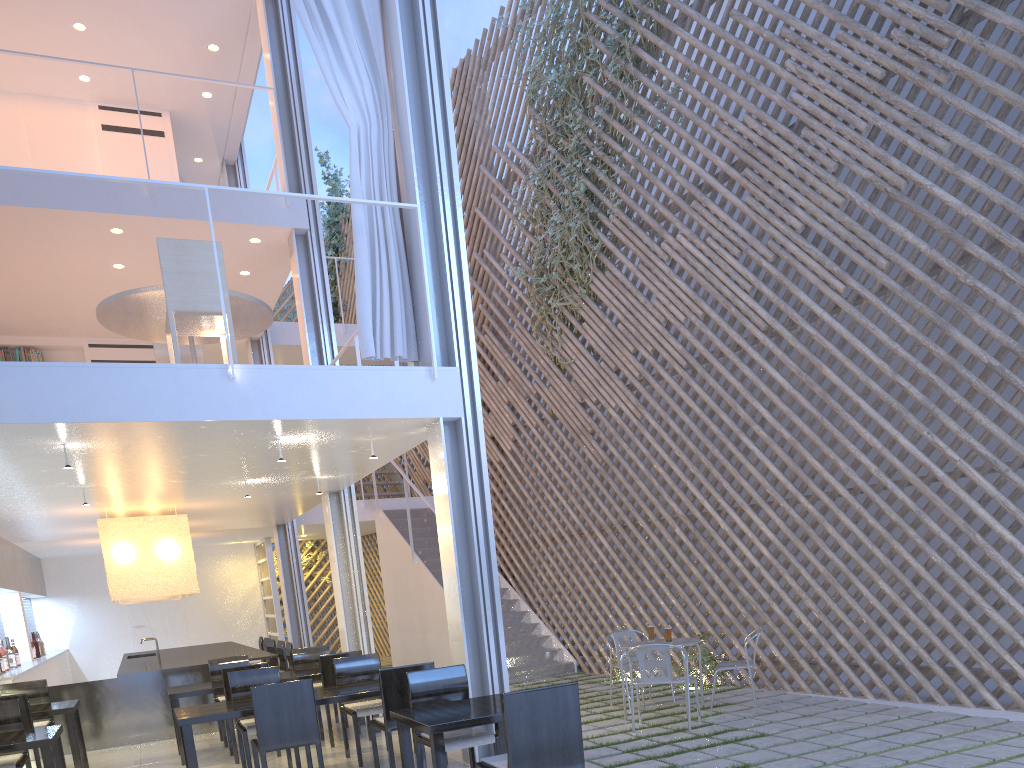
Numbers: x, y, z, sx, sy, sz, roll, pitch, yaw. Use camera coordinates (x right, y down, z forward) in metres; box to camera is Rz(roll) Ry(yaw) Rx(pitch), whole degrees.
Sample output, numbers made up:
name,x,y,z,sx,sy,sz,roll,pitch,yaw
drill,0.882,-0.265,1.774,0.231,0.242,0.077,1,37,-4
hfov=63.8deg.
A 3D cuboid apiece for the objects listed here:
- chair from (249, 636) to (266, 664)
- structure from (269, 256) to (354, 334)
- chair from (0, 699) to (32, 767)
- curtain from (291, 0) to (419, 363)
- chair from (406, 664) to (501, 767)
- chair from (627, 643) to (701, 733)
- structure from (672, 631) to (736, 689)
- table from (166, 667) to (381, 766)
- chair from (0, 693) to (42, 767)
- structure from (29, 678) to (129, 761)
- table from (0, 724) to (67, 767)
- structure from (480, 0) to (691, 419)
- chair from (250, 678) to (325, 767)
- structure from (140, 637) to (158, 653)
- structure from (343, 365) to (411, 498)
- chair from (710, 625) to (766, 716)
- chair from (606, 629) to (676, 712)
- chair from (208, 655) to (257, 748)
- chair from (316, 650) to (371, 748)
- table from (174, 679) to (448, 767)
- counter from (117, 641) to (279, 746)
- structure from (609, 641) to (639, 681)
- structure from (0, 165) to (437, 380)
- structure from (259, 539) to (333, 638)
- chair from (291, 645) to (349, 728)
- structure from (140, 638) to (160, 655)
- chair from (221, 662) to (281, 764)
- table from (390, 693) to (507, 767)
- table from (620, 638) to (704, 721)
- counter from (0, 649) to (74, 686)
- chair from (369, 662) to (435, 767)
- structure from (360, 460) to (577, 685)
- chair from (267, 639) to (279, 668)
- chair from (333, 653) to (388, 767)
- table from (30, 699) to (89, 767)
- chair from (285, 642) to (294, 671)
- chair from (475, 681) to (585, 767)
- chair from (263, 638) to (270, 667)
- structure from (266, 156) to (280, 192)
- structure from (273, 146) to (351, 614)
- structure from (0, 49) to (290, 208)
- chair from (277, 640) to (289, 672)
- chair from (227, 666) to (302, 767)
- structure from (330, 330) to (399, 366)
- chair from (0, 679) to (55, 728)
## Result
name,x,y,z,sx,sy,sz,roll,pitch,yaw
chair,-1.964,2.110,6.150,0.236,0.444,0.188,-7,6,-22
structure,-1.323,-0.679,6.316,1.126,0.575,0.027,-2,7,-23
chair,-1.766,1.304,2.803,0.188,0.444,0.237,-8,5,-25
curtain,-0.661,-1.290,2.589,0.503,2.454,0.095,-9,10,-26
chair,-0.169,1.073,2.487,0.188,0.444,0.237,-8,5,-25
chair,0.606,1.217,3.326,0.265,0.384,0.241,-5,2,20
structure,0.992,1.456,4.333,0.289,0.326,0.322,-5,-2,-40
table,-1.112,1.539,3.881,0.905,0.332,0.358,-1,-4,-24
chair,-1.965,1.426,3.240,0.188,0.444,0.237,-8,5,-25
structure,-2.264,1.695,4.148,0.549,0.374,0.011,-3,7,-23
table,-1.629,1.298,2.639,0.354,0.334,0.358,-4,-3,-25
structure,0.536,-1.286,4.560,0.720,2.749,2.395,-10,2,-34
chair,-0.750,1.184,2.719,0.188,0.444,0.237,-8,5,-25
structure,-2.672,1.930,6.064,0.111,0.125,0.034,-5,7,-23
structure,-1.515,0.266,7.509,0.522,1.906,1.269,-10,4,-31
chair,0.981,1.240,3.579,0.251,0.384,0.255,-5,2,15
chair,0.599,1.368,3.965,0.258,0.384,0.248,-6,2,-25
chair,-1.351,1.554,4.039,0.188,0.444,0.237,-8,5,-25
chair,-0.786,1.436,3.775,0.188,0.444,0.237,-8,5,-25
table,-0.726,1.302,3.033,0.905,0.332,0.358,-1,-4,-24
counter,-2.160,2.009,5.553,0.805,0.370,2.591,-1,-13,-25
structure,0.710,1.654,4.919,0.264,0.262,0.266,-5,-2,-17
structure,-0.550,0.138,1.908,1.343,1.806,1.456,-6,0,-25
structure,-2.069,1.861,8.284,1.124,2.025,0.286,-7,8,-23
chair,-0.980,1.555,4.200,0.188,0.444,0.237,-8,5,-25
structure,-2.532,1.844,5.757,0.111,0.125,0.034,-5,7,-23
chair,-1.157,1.434,3.613,0.188,0.444,0.237,-8,5,-25
table,-0.107,1.077,2.338,0.354,0.334,0.358,-4,-3,-25
table,0.668,1.309,3.656,0.354,0.336,0.342,-7,-3,28
counter,-3.320,2.145,5.736,0.228,0.431,3.741,-8,-11,-26
chair,-0.379,1.186,2.880,0.188,0.444,0.237,-8,5,-25
structure,-0.664,1.180,5.886,1.157,1.976,1.997,-7,-1,-32
chair,-1.704,1.938,5.527,0.235,0.444,0.189,-8,6,-29
chair,-0.573,1.305,3.306,0.188,0.444,0.237,-8,5,-25
table,-2.015,1.535,3.488,0.354,0.334,0.358,-4,-3,-25
chair,-1.418,1.766,4.915,0.236,0.444,0.188,-7,6,-23
chair,0.039,0.945,2.029,0.188,0.444,0.237,-8,5,-25
chair,-1.827,2.024,5.842,0.235,0.444,0.189,-7,6,-27
structure,-1.495,-0.938,5.150,0.027,0.550,1.750,-10,-8,-26
structure,-2.097,0.395,9.002,1.089,4.570,3.333,-9,3,-28
structure,-1.076,-0.276,2.412,1.697,3.330,3.723,-8,-2,-26
chair,-1.554,1.852,5.224,0.235,0.444,0.189,-7,6,-26
chair,-0.944,1.303,3.145,0.188,0.444,0.237,-8,5,-25
structure,-0.604,-0.028,3.690,0.027,0.550,1.748,-10,-8,-26
chair,-2.173,1.554,3.697,0.188,0.444,0.237,-8,5,-25
